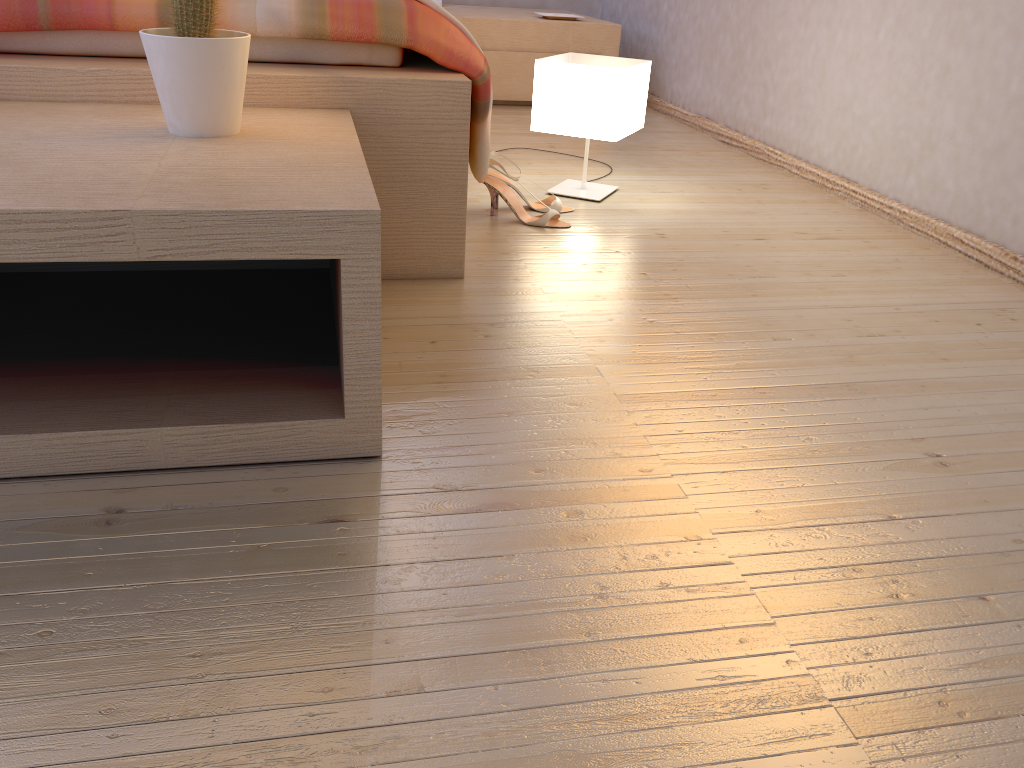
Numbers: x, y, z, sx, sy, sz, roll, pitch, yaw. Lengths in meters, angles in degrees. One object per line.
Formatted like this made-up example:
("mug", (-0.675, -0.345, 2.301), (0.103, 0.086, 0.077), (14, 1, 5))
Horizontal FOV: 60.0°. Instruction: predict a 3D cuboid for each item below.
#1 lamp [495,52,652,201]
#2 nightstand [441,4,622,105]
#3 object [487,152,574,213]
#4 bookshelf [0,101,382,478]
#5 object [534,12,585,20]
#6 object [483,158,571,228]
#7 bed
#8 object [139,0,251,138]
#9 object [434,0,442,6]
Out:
("lamp", (-0.172, -1.338, 3.113), (0.396, 0.788, 2.551), (-7, 28, -21))
("nightstand", (-0.072, -1.463, 3.917), (0.859, 0.329, 0.847), (-2, 26, -13))
("object", (0.040, -0.489, 2.140), (0.235, 0.132, 0.079), (0, 26, -7))
("bookshelf", (-0.945, -0.158, 1.126), (1.495, 0.303, 0.643), (-2, 26, -13))
("object", (0.195, -1.522, 3.676), (0.179, 0.015, 0.177), (-2, 26, -12))
("object", (0.028, -0.445, 2.048), (0.235, 0.132, 0.079), (12, 27, 16))
("bed", (-1.311, -1.264, 2.574), (2.087, 0.994, 3.009), (-2, 26, -13))
("object", (-0.430, -0.485, 1.204), (0.144, 0.294, 0.144), (9, 26, 10))
("object", (-0.422, -1.769, 4.033), (0.192, 0.087, 0.153), (-2, 26, -13))
